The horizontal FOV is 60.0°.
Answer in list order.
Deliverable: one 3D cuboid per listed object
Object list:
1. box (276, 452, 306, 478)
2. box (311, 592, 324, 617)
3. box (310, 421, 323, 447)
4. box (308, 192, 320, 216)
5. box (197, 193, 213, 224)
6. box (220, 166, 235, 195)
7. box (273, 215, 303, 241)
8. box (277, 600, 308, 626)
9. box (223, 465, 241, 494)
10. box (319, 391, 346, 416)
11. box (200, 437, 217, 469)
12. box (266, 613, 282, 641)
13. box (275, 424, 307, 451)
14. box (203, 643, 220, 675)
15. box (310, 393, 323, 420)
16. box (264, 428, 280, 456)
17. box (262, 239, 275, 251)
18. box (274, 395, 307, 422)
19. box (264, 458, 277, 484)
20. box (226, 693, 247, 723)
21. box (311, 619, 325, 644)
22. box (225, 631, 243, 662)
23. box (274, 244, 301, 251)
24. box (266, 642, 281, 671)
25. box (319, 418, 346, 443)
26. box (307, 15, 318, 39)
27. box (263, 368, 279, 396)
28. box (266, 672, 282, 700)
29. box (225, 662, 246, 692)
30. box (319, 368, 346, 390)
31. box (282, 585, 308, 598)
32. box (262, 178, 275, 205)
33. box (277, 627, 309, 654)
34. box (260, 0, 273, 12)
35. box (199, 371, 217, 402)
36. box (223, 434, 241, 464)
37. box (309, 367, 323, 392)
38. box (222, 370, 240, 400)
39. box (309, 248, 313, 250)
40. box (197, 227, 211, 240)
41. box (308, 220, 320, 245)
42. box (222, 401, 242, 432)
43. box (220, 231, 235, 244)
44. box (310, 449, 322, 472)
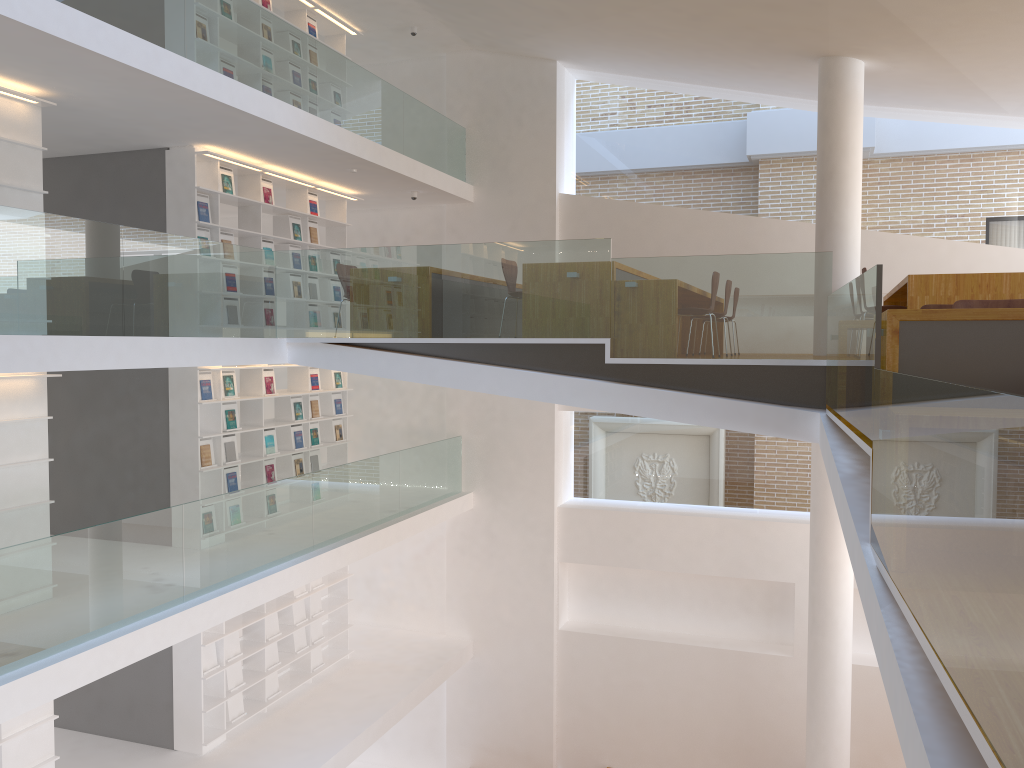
[{"bbox_3d":[-2.567,0.937,10.341,0.274,0.296,0.245,1,3,20],"label":"box"},{"bbox_3d":[-2.458,2.629,10.737,0.274,0.296,0.245,1,3,20],"label":"box"},{"bbox_3d":[-2.452,0.594,10.645,0.274,0.296,0.245,1,3,20],"label":"box"},{"bbox_3d":[-2.440,-2.121,10.531,0.274,0.296,0.245,1,3,20],"label":"box"},{"bbox_3d":[-3.110,-1.711,8.684,0.274,0.296,0.245,1,3,20],"label":"box"},{"bbox_3d":[-2.981,-2.054,9.026,0.274,0.296,0.245,1,3,20],"label":"box"},{"bbox_3d":[-2.563,-1.777,10.205,0.274,0.296,0.245,1,3,20],"label":"box"},{"bbox_3d":[-2.577,2.644,10.406,0.274,0.296,0.245,1,3,20],"label":"box"},{"bbox_3d":[-2.977,0.987,9.202,0.274,0.296,0.245,1,3,20],"label":"box"},{"bbox_3d":[-2.270,0.243,11.133,0.274,0.296,0.245,1,3,20],"label":"box"},{"bbox_3d":[-3.116,0.676,8.798,0.274,0.296,0.245,1,3,20],"label":"box"},{"bbox_3d":[-2.759,2.666,9.900,0.274,0.296,0.245,1,3,20],"label":"box"},{"bbox_3d":[-2.571,0.609,10.314,0.274,0.296,0.245,1,3,20],"label":"box"},{"bbox_3d":[-3.122,2.711,8.890,0.274,0.296,0.245,1,3,20],"label":"box"},{"bbox_3d":[-2.448,0.266,10.639,0.274,0.296,0.245,1,3,20],"label":"box"},{"bbox_3d":[-2.753,0.631,9.808,0.274,0.296,0.245,1,3,20],"label":"box"},{"bbox_3d":[-2.746,-1.427,9.715,0.274,0.296,0.245,1,3,20],"label":"box"},{"bbox_3d":[-2.570,0.282,10.299,0.274,0.296,0.245,1,3,20],"label":"box"},{"bbox_3d":[-2.759,0.960,9.810,0.274,0.296,0.245,1,3,20],"label":"box"},{"bbox_3d":[-2.981,3.351,9.320,0.274,0.296,0.245,1,3,20],"label":"box"},{"bbox_3d":[-2.453,2.957,10.770,0.274,0.296,0.245,1,3,20],"label":"box"},{"bbox_3d":[-2.995,2.695,9.243,0.274,0.296,0.245,1,3,20],"label":"box"},{"bbox_3d":[-2.564,-1.450,10.220,0.274,0.296,0.245,1,3,20],"label":"box"},{"bbox_3d":[-2.765,2.995,9.902,0.274,0.296,0.245,1,3,20],"label":"box"},{"bbox_3d":[-2.267,0.571,11.160,0.274,0.296,0.245,1,3,20],"label":"box"},{"bbox_3d":[-2.434,-4.165,10.438,0.274,0.296,0.245,1,3,20],"label":"box"},{"bbox_3d":[-2.756,-0.025,9.757,0.274,0.296,0.245,1,3,20],"label":"box"},{"bbox_3d":[-2.766,3.324,9.917,0.274,0.296,0.245,1,3,20],"label":"box"},{"bbox_3d":[-2.983,3.022,9.295,0.274,0.296,0.245,1,3,20],"label":"box"},{"bbox_3d":[-2.269,-0.084,11.118,0.274,0.296,0.245,1,3,20],"label":"box"},{"bbox_3d":[-2.576,2.316,10.391,0.274,0.296,0.245,1,3,20],"label":"box"},{"bbox_3d":[-2.749,-2.084,9.663,0.274,0.296,0.245,1,3,20],"label":"box"},{"bbox_3d":[-2.574,2.972,10.433,0.274,0.296,0.245,1,3,20],"label":"box"},{"bbox_3d":[-2.743,-4.128,9.571,0.274,0.296,0.245,1,3,20],"label":"box"},{"bbox_3d":[-3.113,0.022,8.769,0.274,0.296,0.245,1,3,20],"label":"box"},{"bbox_3d":[-2.989,0.661,9.151,0.274,0.296,0.245,1,3,20],"label":"box"},{"bbox_3d":[-2.447,-0.062,10.624,0.274,0.296,0.245,1,3,20],"label":"box"},{"bbox_3d":[-2.987,0.005,9.120,0.274,0.296,0.245,1,3,20],"label":"box"},{"bbox_3d":[-2.445,-1.464,10.551,0.274,0.296,0.245,1,3,20],"label":"box"},{"bbox_3d":[-3.109,-1.383,8.705,0.274,0.296,0.245,1,3,20],"label":"box"},{"bbox_3d":[-2.441,-1.793,10.546,0.274,0.296,0.245,1,3,20],"label":"box"},{"bbox_3d":[-2.980,0.327,9.157,0.274,0.296,0.245,1,3,20],"label":"box"},{"bbox_3d":[-2.982,-1.398,9.058,0.274,0.296,0.245,1,3,20],"label":"box"},{"bbox_3d":[-2.446,0.922,10.678,0.274,0.296,0.245,1,3,20],"label":"box"}]
